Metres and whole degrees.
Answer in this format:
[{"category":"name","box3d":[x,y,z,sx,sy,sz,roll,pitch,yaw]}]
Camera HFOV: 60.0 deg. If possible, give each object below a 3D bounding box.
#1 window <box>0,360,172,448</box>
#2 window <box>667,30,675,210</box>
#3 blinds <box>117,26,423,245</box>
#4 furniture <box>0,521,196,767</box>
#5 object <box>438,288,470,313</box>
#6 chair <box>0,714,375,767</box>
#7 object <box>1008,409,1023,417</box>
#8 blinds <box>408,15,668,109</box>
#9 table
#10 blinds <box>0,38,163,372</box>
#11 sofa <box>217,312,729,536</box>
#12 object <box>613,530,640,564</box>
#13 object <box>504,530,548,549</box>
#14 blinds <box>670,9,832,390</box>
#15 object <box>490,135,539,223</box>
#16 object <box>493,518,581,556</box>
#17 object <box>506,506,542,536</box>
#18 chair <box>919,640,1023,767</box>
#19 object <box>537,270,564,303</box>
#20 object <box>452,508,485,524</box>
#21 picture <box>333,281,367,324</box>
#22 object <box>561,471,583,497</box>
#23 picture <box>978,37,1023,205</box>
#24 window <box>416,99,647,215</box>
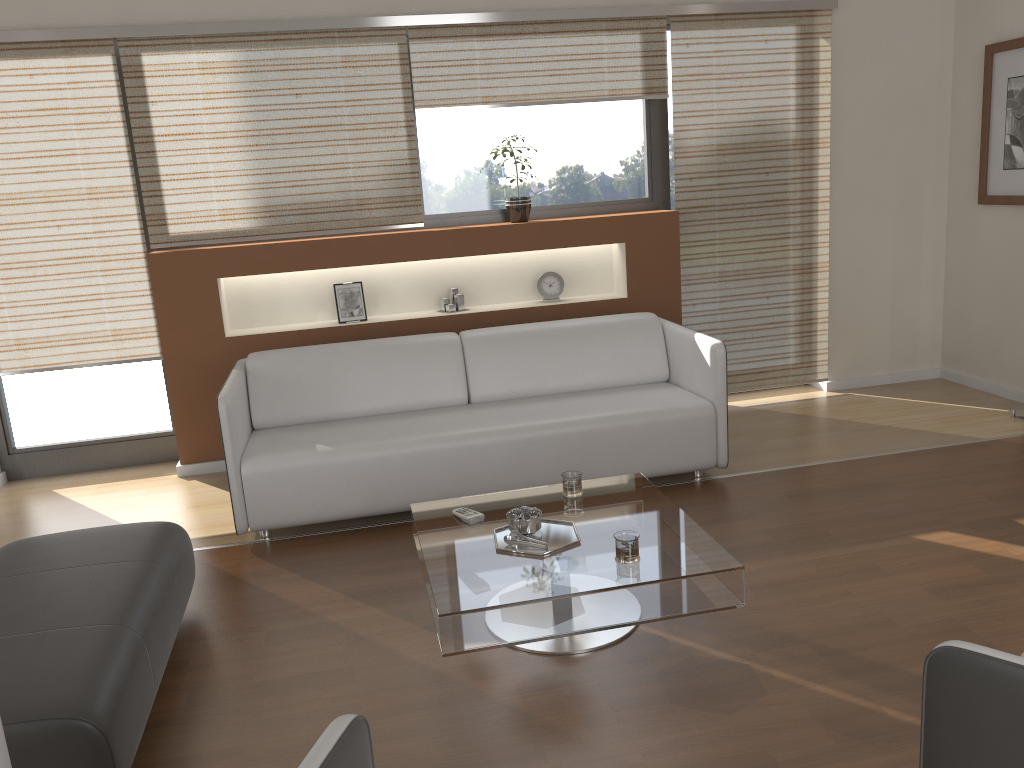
[{"category":"window","box3d":[-2.439,-0.689,4.808,0.889,2.093,0.010,-7,13,-10]},{"category":"window","box3d":[1.379,-1.092,5.506,0.889,2.162,0.010,-7,13,-10]},{"category":"blinds","box3d":[-1.223,-1.305,4.640,1.432,1.044,0.001,-7,13,-10]},{"category":"furniture","box3d":[-1.382,0.775,2.617,0.685,0.301,1.291,-7,13,-10]},{"category":"object","box3d":[-0.343,-0.484,5.078,0.141,0.131,0.141,-12,15,-32]},{"category":"chair","box3d":[-0.681,0.890,1.127,0.767,0.661,0.919,-1,13,14]},{"category":"object","box3d":[2.784,-0.382,4.614,0.215,1.165,0.228,-8,13,-15]},{"category":"blinds","box3d":[0.167,-1.759,4.827,1.432,0.441,0.001,-7,13,-10]},{"category":"table","box3d":[0.161,0.634,2.970,0.900,0.300,0.900,-7,13,-10]},{"category":"blinds","box3d":[-2.403,-0.880,4.490,0.980,1.635,0.001,-7,13,-10]},{"category":"sofa","box3d":[-0.188,0.118,4.303,2.238,0.661,0.919,-7,13,-10]},{"category":"object","box3d":[0.348,0.493,2.680,0.079,0.077,0.079,-9,14,-21]},{"category":"object","box3d":[0.048,0.499,2.835,0.147,0.035,0.051,4,15,30]},{"category":"blinds","box3d":[1.430,-1.041,5.242,0.980,2.200,0.001,-7,13,-10]},{"category":"object","box3d":[0.027,-1.143,4.957,0.268,0.477,0.342,-9,14,-20]},{"category":"object","box3d":[0.079,0.496,2.897,0.273,0.011,0.315,-5,13,-3]},{"category":"object","box3d":[0.042,0.452,2.940,0.117,0.079,0.118,-5,13,-3]},{"category":"chair","box3d":[1.292,0.687,1.485,0.919,0.706,0.767,8,18,43]},{"category":"object","box3d":[0.226,-0.571,5.174,0.160,0.176,0.096,-3,13,4]},{"category":"object","box3d":[-0.157,0.456,3.106,0.064,0.029,0.158,-11,15,-28]},{"category":"picture","box3d":[-0.904,-0.457,4.944,0.159,0.216,0.133,-8,14,-15]},{"category":"object","box3d":[0.222,0.368,3.262,0.079,0.077,0.079,-9,14,-21]},{"category":"picture","box3d":[2.791,-1.410,4.768,0.025,0.884,0.734,-7,13,-10]},{"category":"window","box3d":[-0.567,-1.435,5.031,2.817,0.986,0.010,-7,13,-10]}]
